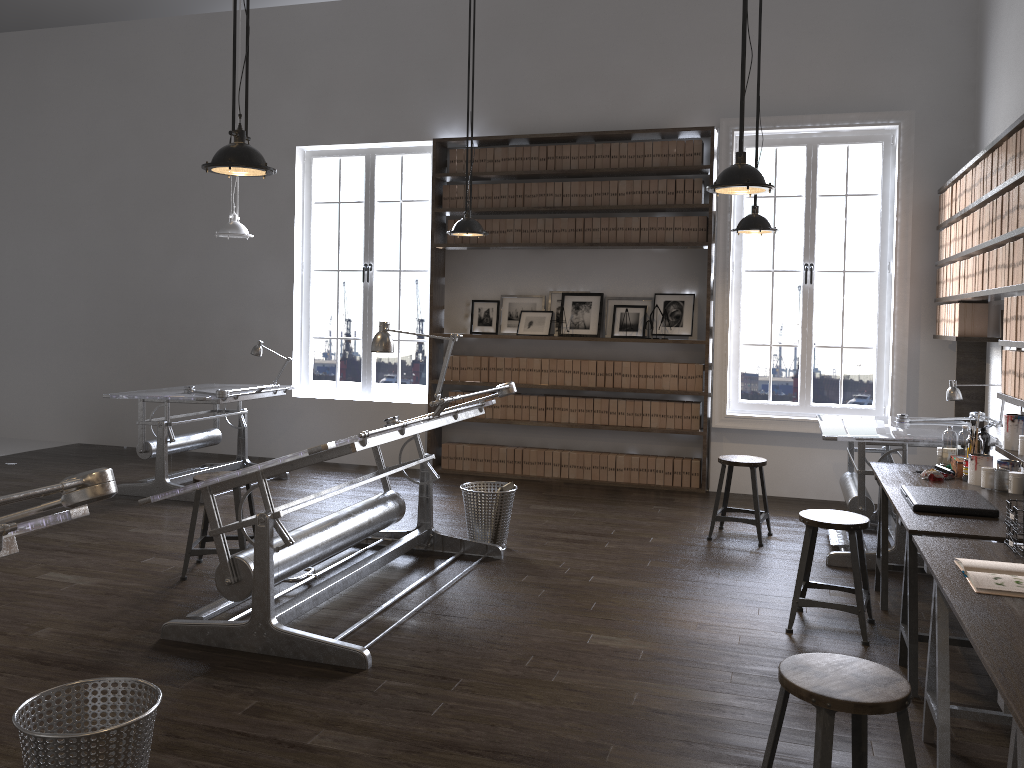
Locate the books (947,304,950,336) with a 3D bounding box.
[{"bbox_3d":[3.124,-0.441,6.151,0.174,0.225,0.067,2,2,17],"label":"books"}]

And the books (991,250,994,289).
[{"bbox_3d":[2.729,-0.622,4.846,0.174,0.225,0.067,2,2,17],"label":"books"}]

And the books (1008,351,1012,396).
[{"bbox_3d":[2.571,-0.050,4.399,0.174,0.225,0.067,2,2,17],"label":"books"}]

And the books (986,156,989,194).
[{"bbox_3d":[2.804,-1.187,5.036,0.174,0.225,0.067,2,2,17],"label":"books"}]

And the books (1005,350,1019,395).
[{"bbox_3d":[2.591,-0.054,4.459,0.174,0.225,0.067,2,2,17],"label":"books"}]

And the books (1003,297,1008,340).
[{"bbox_3d":[2.616,-0.330,4.524,0.174,0.225,0.067,2,2,17],"label":"books"}]

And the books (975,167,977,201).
[{"bbox_3d":[2.907,-1.209,5.364,0.174,0.225,0.067,2,2,17],"label":"books"}]

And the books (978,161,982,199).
[{"bbox_3d":[2.858,-1.200,5.230,0.174,0.225,0.067,2,2,17],"label":"books"}]

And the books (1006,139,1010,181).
[{"bbox_3d":[2.654,-1.154,4.563,0.174,0.225,0.067,2,2,17],"label":"books"}]

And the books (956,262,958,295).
[{"bbox_3d":[3.049,-0.700,5.877,0.174,0.225,0.067,2,2,17],"label":"books"}]

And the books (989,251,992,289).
[{"bbox_3d":[2.750,-0.626,4.913,0.174,0.225,0.067,2,2,17],"label":"books"}]

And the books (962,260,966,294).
[{"bbox_3d":[2.976,-0.677,5.654,0.174,0.225,0.067,2,2,17],"label":"books"}]

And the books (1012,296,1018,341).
[{"bbox_3d":[2.554,-0.316,4.332,0.174,0.225,0.067,2,2,17],"label":"books"}]

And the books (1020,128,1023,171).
[{"bbox_3d":[2.574,-1.136,4.300,0.174,0.225,0.067,2,2,17],"label":"books"}]

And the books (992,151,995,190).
[{"bbox_3d":[2.760,-1.177,4.894,0.174,0.225,0.067,2,2,17],"label":"books"}]

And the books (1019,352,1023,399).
[{"bbox_3d":[2.512,-0.036,4.195,0.174,0.225,0.067,2,2,17],"label":"books"}]

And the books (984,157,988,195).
[{"bbox_3d":[2.821,-1.191,5.100,0.174,0.225,0.067,2,2,17],"label":"books"}]

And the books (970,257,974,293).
[{"bbox_3d":[2.891,-0.659,5.385,0.174,0.225,0.067,2,2,17],"label":"books"}]

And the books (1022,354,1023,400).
[{"bbox_3d":[2.487,-0.032,4.130,0.174,0.225,0.067,2,2,17],"label":"books"}]

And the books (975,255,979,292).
[{"bbox_3d":[2.854,-0.650,5.254,0.174,0.225,0.067,2,2,17],"label":"books"}]

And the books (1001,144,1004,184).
[{"bbox_3d":[2.696,-1.163,4.691,0.174,0.225,0.067,2,2,17],"label":"books"}]

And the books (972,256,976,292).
[{"bbox_3d":[2.869,-0.654,5.316,0.174,0.225,0.067,2,2,17],"label":"books"}]

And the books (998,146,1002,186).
[{"bbox_3d":[2.717,-1.168,4.759,0.174,0.225,0.067,2,2,17],"label":"books"}]

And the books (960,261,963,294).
[{"bbox_3d":[3.002,-0.683,5.732,0.174,0.225,0.067,2,2,17],"label":"books"}]

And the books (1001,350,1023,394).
[{"bbox_3d":[2.607,-0.059,4.524,0.174,0.225,0.067,2,2,17],"label":"books"}]

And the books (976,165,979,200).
[{"bbox_3d":[2.882,-1.205,5.298,0.174,0.225,0.067,2,2,17],"label":"books"}]

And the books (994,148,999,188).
[{"bbox_3d":[2.734,-1.173,4.827,0.174,0.225,0.067,2,2,17],"label":"books"}]

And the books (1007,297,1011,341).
[{"bbox_3d":[2.596,-0.325,4.455,0.174,0.225,0.067,2,2,17],"label":"books"}]

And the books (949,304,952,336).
[{"bbox_3d":[3.104,-0.436,6.081,0.174,0.225,0.067,2,2,17],"label":"books"}]

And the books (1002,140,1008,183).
[{"bbox_3d":[2.670,-1.159,4.628,0.174,0.225,0.067,2,2,17],"label":"books"}]

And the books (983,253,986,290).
[{"bbox_3d":[2.793,-0.636,5.049,0.174,0.225,0.067,2,2,17],"label":"books"}]

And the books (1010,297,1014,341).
[{"bbox_3d":[2.579,-0.321,4.394,0.174,0.225,0.067,2,2,17],"label":"books"}]

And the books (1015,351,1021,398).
[{"bbox_3d":[2.531,-0.041,4.262,0.174,0.225,0.067,2,2,17],"label":"books"}]

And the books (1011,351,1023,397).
[{"bbox_3d":[2.548,-0.046,4.331,0.174,0.225,0.067,2,2,17],"label":"books"}]

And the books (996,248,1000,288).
[{"bbox_3d":[2.687,-0.613,4.718,0.174,0.225,0.067,2,2,17],"label":"books"}]

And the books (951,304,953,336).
[{"bbox_3d":[3.087,-0.432,6.020,0.174,0.225,0.067,2,2,17],"label":"books"}]

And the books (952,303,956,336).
[{"bbox_3d":[3.063,-0.428,5.958,0.174,0.225,0.067,2,2,17],"label":"books"}]

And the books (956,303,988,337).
[{"bbox_3d":[3.026,-0.419,5.823,0.174,0.225,0.067,2,2,17],"label":"books"}]

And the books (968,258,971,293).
[{"bbox_3d":[2.915,-0.663,5.453,0.174,0.225,0.067,2,2,17],"label":"books"}]

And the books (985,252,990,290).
[{"bbox_3d":[2.767,-0.631,4.982,0.174,0.225,0.067,2,2,17],"label":"books"}]

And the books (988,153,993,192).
[{"bbox_3d":[2.777,-1.182,4.967,0.174,0.225,0.067,2,2,17],"label":"books"}]

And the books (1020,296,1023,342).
[{"bbox_3d":[2.519,-0.307,4.198,0.174,0.225,0.067,2,2,17],"label":"books"}]

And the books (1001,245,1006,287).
[{"bbox_3d":[2.644,-0.604,4.590,0.174,0.225,0.067,2,2,17],"label":"books"}]

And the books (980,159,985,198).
[{"bbox_3d":[2.836,-1.196,5.161,0.174,0.225,0.067,2,2,17],"label":"books"}]

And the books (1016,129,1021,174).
[{"bbox_3d":[2.593,-1.141,4.367,0.174,0.225,0.067,2,2,17],"label":"books"}]

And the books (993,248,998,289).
[{"bbox_3d":[2.703,-0.617,4.783,0.174,0.225,0.067,2,2,17],"label":"books"}]

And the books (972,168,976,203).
[{"bbox_3d":[2.926,-1.214,5.431,0.174,0.225,0.067,2,2,17],"label":"books"}]

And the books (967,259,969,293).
[{"bbox_3d":[2.940,-0.668,5.519,0.174,0.225,0.067,2,2,17],"label":"books"}]

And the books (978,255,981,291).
[{"bbox_3d":[2.837,-0.645,5.191,0.174,0.225,0.067,2,2,17],"label":"books"}]

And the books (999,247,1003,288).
[{"bbox_3d":[2.667,-0.609,4.658,0.174,0.225,0.067,2,2,17],"label":"books"}]

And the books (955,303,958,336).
[{"bbox_3d":[3.048,-0.423,5.889,0.174,0.225,0.067,2,2,17],"label":"books"}]

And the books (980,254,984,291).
[{"bbox_3d":[2.810,-0.641,5.122,0.174,0.225,0.067,2,2,17],"label":"books"}]

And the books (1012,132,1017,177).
[{"bbox_3d":[2.611,-1.146,4.435,0.174,0.225,0.067,2,2,17],"label":"books"}]

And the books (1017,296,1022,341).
[{"bbox_3d":[2.540,-0.312,4.266,0.174,0.225,0.067,2,2,17],"label":"books"}]

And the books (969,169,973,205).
[{"bbox_3d":[2.943,-1.219,5.499,0.174,0.225,0.067,2,2,17],"label":"books"}]

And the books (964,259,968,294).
[{"bbox_3d":[2.959,-0.673,5.586,0.174,0.225,0.067,2,2,17],"label":"books"}]
